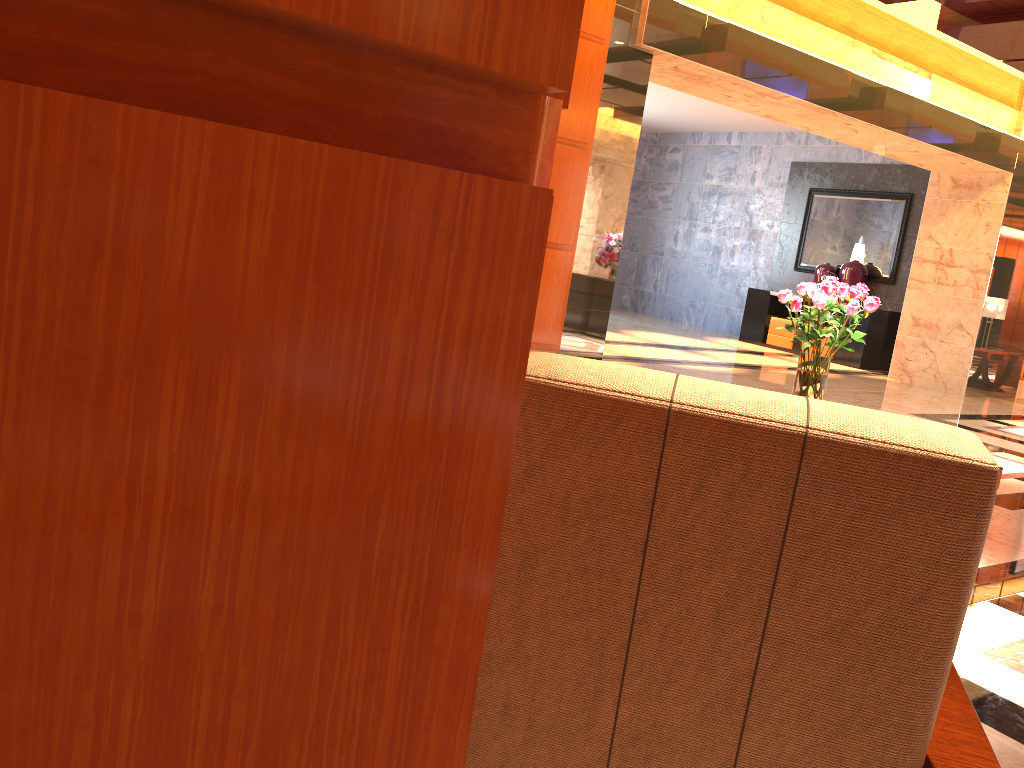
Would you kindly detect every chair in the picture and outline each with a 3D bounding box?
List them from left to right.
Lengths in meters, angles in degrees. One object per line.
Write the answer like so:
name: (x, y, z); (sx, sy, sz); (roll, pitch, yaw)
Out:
chair: (0.254, 0.439, 1.318); (0.739, 0.956, 0.631); (11, 8, 12)

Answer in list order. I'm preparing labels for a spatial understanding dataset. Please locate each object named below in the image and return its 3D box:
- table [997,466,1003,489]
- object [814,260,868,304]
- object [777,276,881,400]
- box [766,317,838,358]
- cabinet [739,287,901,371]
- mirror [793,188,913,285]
table: (1.144, 0.429, 3.545); (0.724, 0.531, 1.175); (2, 11, -36)
object: (4.891, -1.575, 13.369); (0.519, 0.649, 0.867); (3, 10, -37)
object: (1.197, -0.128, 3.469); (0.326, 0.593, 0.353); (7, 8, -16)
box: (4.481, -0.702, 13.397); (0.489, 0.425, 1.139); (3, 11, -36)
cabinet: (4.624, -0.857, 13.462); (0.783, 0.863, 2.204); (3, 11, -36)
mirror: (5.142, -2.279, 13.495); (0.029, 1.331, 1.778); (4, 10, -36)
